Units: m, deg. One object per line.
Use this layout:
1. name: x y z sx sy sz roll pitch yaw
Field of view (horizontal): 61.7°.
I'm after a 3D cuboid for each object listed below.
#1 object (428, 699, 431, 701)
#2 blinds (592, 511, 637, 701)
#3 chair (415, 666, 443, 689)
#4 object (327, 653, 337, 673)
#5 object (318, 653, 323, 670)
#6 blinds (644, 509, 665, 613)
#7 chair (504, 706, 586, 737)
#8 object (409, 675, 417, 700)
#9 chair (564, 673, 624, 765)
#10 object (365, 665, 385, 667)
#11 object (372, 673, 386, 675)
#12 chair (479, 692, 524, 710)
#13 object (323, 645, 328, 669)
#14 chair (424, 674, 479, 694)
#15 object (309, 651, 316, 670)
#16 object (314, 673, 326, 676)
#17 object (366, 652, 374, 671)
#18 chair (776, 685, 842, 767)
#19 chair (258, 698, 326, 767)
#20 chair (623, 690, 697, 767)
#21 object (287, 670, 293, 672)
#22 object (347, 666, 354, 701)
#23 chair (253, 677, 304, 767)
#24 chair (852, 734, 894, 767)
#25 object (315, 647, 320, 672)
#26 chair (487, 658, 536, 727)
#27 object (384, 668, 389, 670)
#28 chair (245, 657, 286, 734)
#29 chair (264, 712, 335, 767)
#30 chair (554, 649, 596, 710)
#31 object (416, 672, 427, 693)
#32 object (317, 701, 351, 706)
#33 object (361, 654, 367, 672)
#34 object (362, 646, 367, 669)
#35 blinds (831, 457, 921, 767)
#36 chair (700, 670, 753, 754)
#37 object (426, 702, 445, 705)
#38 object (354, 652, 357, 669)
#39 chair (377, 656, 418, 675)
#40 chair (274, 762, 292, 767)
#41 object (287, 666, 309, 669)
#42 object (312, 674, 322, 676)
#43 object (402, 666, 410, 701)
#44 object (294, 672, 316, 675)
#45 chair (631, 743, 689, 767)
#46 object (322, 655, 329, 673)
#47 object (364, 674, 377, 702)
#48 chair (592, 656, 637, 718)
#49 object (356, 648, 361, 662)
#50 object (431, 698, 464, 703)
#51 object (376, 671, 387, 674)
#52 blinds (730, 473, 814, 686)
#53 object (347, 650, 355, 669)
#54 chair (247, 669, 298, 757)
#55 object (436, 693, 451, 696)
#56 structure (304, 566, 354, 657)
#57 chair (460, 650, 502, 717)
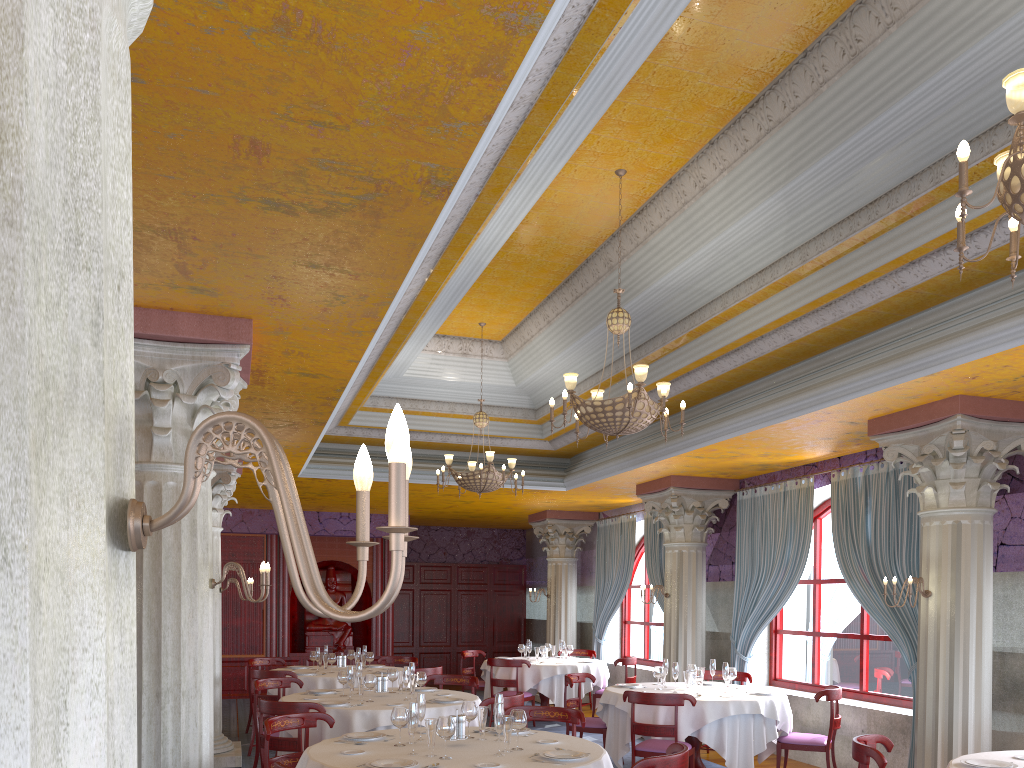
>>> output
1. object: -0.818 3.079 8.331 0.030 0.010 0.142 -6 -16 28
2. blinds: 1.814 4.116 15.430 0.245 3.499 1.719 0 -2 -17
3. chair: -1.251 4.240 11.223 0.647 1.083 0.758 -1 -4 27
4. object: -2.393 3.708 11.371 0.122 0.262 0.123 1 -2 -27
5. object: -2.668 3.856 11.916 0.086 0.236 0.086 0 -1 7
6. blinds: 2.438 3.639 13.521 0.245 3.499 1.718 0 -2 -19
7. chair: 0.193 3.136 6.806 0.749 1.084 0.653 -2 -4 27
8. object: -0.981 2.999 8.465 0.086 0.236 0.086 0 -1 7
9. chair: 0.943 3.983 10.126 0.647 1.083 0.758 -1 -4 27
10. object: -1.998 4.104 12.454 0.317 0.024 0.318 11 -18 -37
11. object: -1.758 3.813 11.272 0.233 0.013 0.028 -7 -13 27
12. chair: -0.220 3.452 8.069 0.647 1.083 0.758 -1 -4 27
13. object: -2.617 3.838 12.034 0.074 0.334 0.074 1 0 18
14. chair: -0.758 3.863 9.715 0.749 1.084 0.653 -2 -4 27
15. object: -2.736 3.818 11.820 0.122 0.262 0.123 1 -2 -27
16. object: -2.482 3.739 11.020 0.055 0.019 0.262 -7 -16 30
17. object: -1.944 3.799 11.714 0.122 0.262 0.123 1 -2 -27
18. chair: 3.127 3.723 9.018 0.647 1.083 0.758 -1 -4 27
19. chair: -1.867 3.300 7.530 0.749 1.084 0.653 -2 -4 27
20. chair: 1.481 3.572 8.480 0.749 1.084 0.653 -2 -4 27
21. object: -3.001 3.870 11.537 0.160 0.009 0.162 -8 -17 31
22. object: -1.576 2.912 8.335 0.074 0.334 0.074 0 0 -27
23. chair: -2.405 3.712 9.177 0.647 1.083 0.758 -1 -4 27
24. chair: 2.484 2.805 5.413 0.647 1.083 0.758 -1 -4 27
25. object: -2.607 3.700 11.489 0.074 0.334 0.074 1 0 18
26. chair: -0.006 4.708 13.028 0.749 1.084 0.653 -2 -4 27
27. object: -1.738 4.004 12.019 0.159 0.009 0.163 5 -15 -17
28. chair: -3.436 4.500 12.331 0.647 1.083 0.758 -1 -4 27
29. chair: -1.454 2.985 6.268 0.647 1.083 0.758 -1 -4 27
30. chair: 1.102 5.271 15.213 0.749 1.084 0.653 -2 -4 27
31. object: -0.913 3.010 8.560 0.122 0.262 0.123 -1 -2 41
32. object: -1.653 2.962 7.930 0.314 0.024 0.321 5 -15 -17
33. object: -2.012 3.787 11.619 0.086 0.236 0.086 0 -1 7
34. object: -2.073 3.845 12.044 0.074 0.334 0.074 1 0 18
35. blinds: 3.898 2.522 9.055 0.245 3.499 1.718 0 -2 -19
36. chair: 2.589 4.135 10.665 0.749 1.084 0.653 -2 -4 27
37. object: -0.727 3.025 8.118 0.233 0.013 0.028 -7 -13 27
38. object: -2.191 3.906 12.095 0.086 0.236 0.086 1 -1 -16
39. chair: -1.789 4.651 12.869 0.749 1.084 0.653 -2 -4 27
40. chair: -0.916 2.573 4.621 0.749 1.084 0.653 -2 -4 27
41. object: -3.027 4.008 12.112 0.314 0.024 0.321 -5 -15 21
42. object: -2.517 3.751 11.036 0.022 0.003 0.259 -6 -16 25
43. object: -1.032 2.920 8.345 0.074 0.334 0.074 1 0 18
44. object: -2.685 3.751 11.084 0.314 0.024 0.321 5 -15 -17
45. chair: 0.731 2.725 5.160 0.647 1.083 0.758 -1 -4 27
46. object: -2.489 3.737 11.439 0.086 0.236 0.086 1 -1 -38
47. object: -1.362 2.919 8.217 0.122 0.262 0.123 1 -2 -27
48. chair: 1.641 4.860 13.566 0.647 1.083 0.758 -1 -4 27
49. object: -2.063 3.708 11.499 0.074 0.334 0.074 1 0 18
50. object: -0.625 3.058 8.272 0.314 0.024 0.321 5 -15 -17
51. object: -1.656 3.847 11.426 0.314 0.024 0.321 5 -15 -17
52. blinds: 3.274 3.000 10.964 0.245 3.499 1.719 0 -2 -17
53. object: -2.287 3.909 12.163 0.122 0.262 0.123 1 -2 -27
54. chair: -2.898 4.088 10.684 0.749 1.084 0.653 -2 -4 27
55. object: -0.707 3.215 8.865 0.159 0.009 0.163 -5 -15 21
56. structure: -3.682 4.557 17.225 0.966 1.837 0.644 1 -1 -18
57. chair: -0.544 5.120 14.674 0.647 1.083 0.758 -1 -4 27
